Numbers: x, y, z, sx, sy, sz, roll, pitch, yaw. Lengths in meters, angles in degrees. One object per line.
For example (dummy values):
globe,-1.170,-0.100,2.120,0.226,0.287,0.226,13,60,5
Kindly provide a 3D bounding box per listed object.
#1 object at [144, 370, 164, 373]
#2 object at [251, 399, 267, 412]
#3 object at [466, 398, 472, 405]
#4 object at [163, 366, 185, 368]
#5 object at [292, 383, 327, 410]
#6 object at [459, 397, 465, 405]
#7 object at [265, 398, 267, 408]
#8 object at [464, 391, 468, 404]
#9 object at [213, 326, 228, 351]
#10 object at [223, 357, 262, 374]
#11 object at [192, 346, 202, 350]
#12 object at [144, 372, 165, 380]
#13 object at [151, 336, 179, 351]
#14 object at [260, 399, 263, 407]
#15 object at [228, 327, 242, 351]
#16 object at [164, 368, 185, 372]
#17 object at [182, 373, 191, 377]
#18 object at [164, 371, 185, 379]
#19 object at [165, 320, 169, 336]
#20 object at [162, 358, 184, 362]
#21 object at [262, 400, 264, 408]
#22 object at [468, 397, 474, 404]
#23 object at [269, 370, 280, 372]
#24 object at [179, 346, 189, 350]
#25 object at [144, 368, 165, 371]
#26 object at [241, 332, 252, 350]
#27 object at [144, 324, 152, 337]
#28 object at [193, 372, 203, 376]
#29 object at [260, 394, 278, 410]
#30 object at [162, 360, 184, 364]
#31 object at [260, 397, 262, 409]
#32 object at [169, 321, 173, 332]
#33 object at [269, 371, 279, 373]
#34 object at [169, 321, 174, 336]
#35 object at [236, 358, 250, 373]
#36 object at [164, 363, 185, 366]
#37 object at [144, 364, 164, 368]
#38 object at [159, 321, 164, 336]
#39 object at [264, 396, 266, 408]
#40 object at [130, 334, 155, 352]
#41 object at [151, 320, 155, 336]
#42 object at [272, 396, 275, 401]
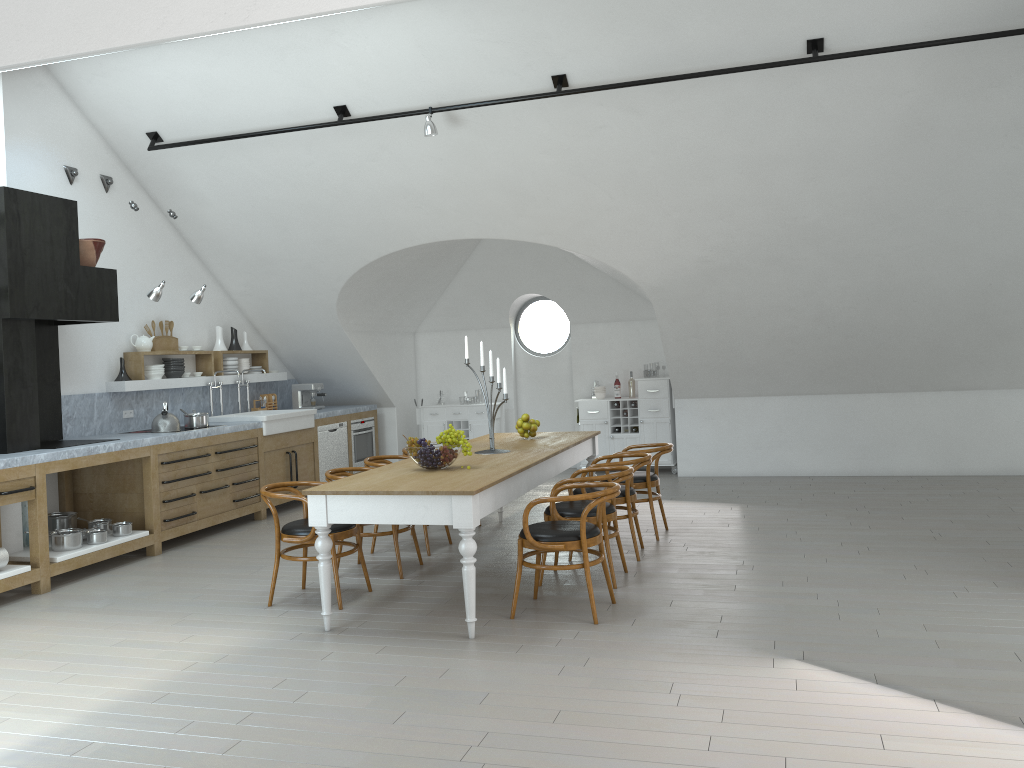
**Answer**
object,-3.429,-0.097,8.502,0.181,0.065,0.181,-4,2,-35
object,-2.885,0.260,10.106,0.100,0.171,0.173,-2,1,19
object,-0.552,0.221,11.343,0.077,0.085,0.077,-3,1,5
object,-3.342,-0.145,8.774,0.205,0.086,0.205,-3,2,-30
object,-2.397,0.153,10.668,0.386,0.320,0.324,-2,1,17
object,-0.638,0.215,11.332,0.081,0.105,0.082,-2,1,30
object,-2.827,0.251,10.152,0.044,0.178,0.019,-3,0,2
object,-0.592,0.179,11.398,0.048,0.169,0.048,-3,0,5
object,-3.147,-0.488,9.542,0.156,0.268,0.156,-3,0,6
object,-3.015,-0.199,9.868,0.198,0.196,0.657,-2,2,17
object,-3.259,-0.366,9.172,0.098,0.048,0.098,-2,1,15
object,-3.428,-0.075,8.502,0.181,0.064,0.181,-1,2,40
object,-3.418,-0.396,8.707,0.084,0.157,0.354,-2,1,17
object,-2.870,0.240,10.152,0.040,0.192,0.042,-3,0,-35
object,-3.067,-0.499,9.793,0.156,0.268,0.156,-2,0,21
object,-3.347,-0.118,8.773,0.205,0.086,0.205,-4,2,-35
object,-3.305,-0.089,8.981,0.098,0.048,0.098,-2,1,15
object,-3.346,-0.091,8.773,0.205,0.072,0.206,-2,2,5
object,-3.402,-0.476,8.738,0.019,0.299,0.057,-3,0,17
object,-3.356,-0.220,8.779,0.205,0.080,0.206,-2,2,20
object,-2.842,0.253,10.117,0.019,0.178,0.044,-3,0,-18
object,-0.522,0.213,11.430,0.094,0.093,0.093,-3,1,5
object,-2.847,-0.143,10.441,0.213,0.025,0.213,-2,2,5
object,-3.322,-0.357,8.967,0.098,0.048,0.098,-2,1,15
object,-3.430,-0.121,8.504,0.181,0.069,0.181,-2,2,35
object,-3.009,-0.483,10.011,0.156,0.218,0.156,-3,1,-2
object,-3.474,-0.451,8.561,0.016,0.259,0.199,-3,1,27
object,-3.249,-0.098,9.165,0.098,0.048,0.098,-2,1,15
object,-2.832,0.226,10.322,0.104,0.223,0.200,-2,1,17
object,-3.352,-0.192,8.780,0.205,0.084,0.205,-1,2,45
object,-2.859,0.244,10.128,0.019,0.196,0.022,-3,0,5
object,-3.392,-0.479,8.840,0.030,0.294,0.057,-3,0,17
object,-2.847,-0.134,10.441,0.213,0.025,0.213,-2,2,5
object,-3.386,-0.478,8.800,0.039,0.298,0.068,-3,0,17
object,-2.992,-0.202,9.862,0.158,0.160,0.154,-3,1,-45
object,-3.348,-0.167,8.775,0.205,0.072,0.206,-2,2,5
object,-3.431,-0.149,8.506,0.181,0.076,0.181,-4,2,-35
object,-3.431,-0.475,8.711,0.040,0.299,0.061,-3,0,15
object,-2.824,0.239,10.138,0.040,0.192,0.042,-3,0,-36
object,-3.501,-0.388,8.409,0.174,0.169,0.168,-3,1,1
object,-3.467,-0.470,8.597,0.027,0.299,0.055,-3,0,17
object,-2.784,0.231,10.343,0.040,0.192,0.042,-3,0,-23
